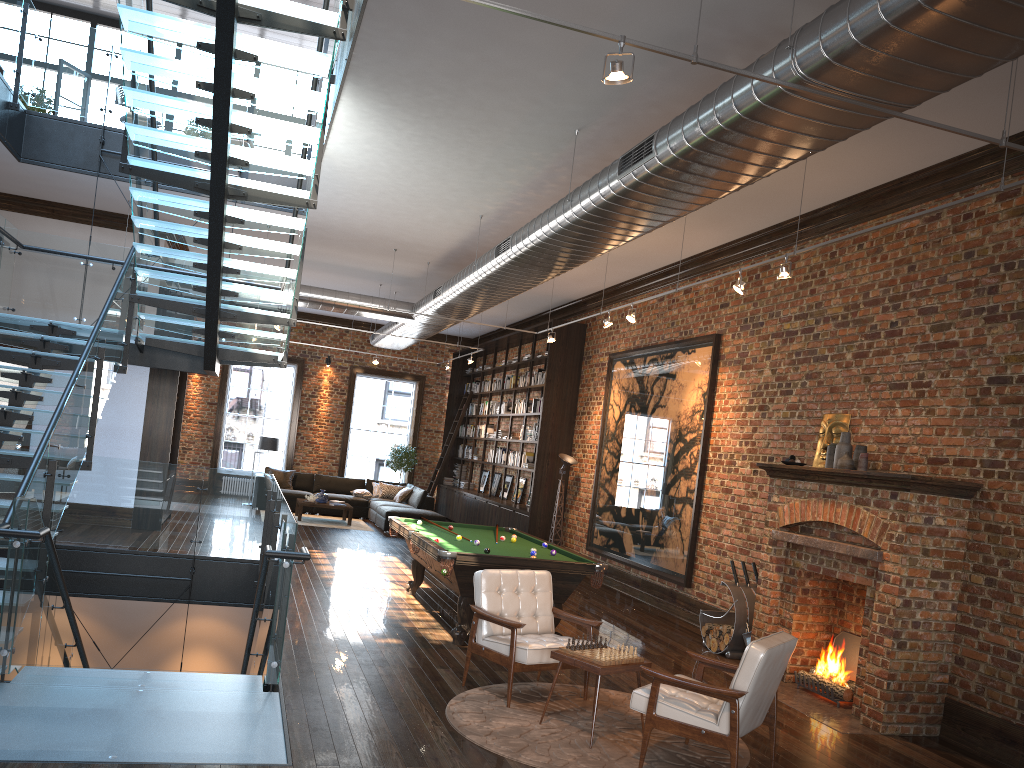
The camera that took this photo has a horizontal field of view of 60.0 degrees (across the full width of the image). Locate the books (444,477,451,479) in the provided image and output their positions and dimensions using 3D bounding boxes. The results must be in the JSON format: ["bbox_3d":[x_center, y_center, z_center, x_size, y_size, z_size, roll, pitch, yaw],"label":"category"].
[{"bbox_3d":[-1.532,2.290,21.505,0.200,0.020,0.211,8,-5,-12],"label":"books"}]

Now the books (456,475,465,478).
[{"bbox_3d":[-1.255,2.237,21.528,0.184,0.034,0.271,8,-5,-11],"label":"books"}]

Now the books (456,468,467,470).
[{"bbox_3d":[-1.234,2.066,21.522,0.204,0.020,0.317,8,-5,-15],"label":"books"}]

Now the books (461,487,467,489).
[{"bbox_3d":[-1.055,2.426,20.639,0.229,0.008,0.330,8,-5,-13],"label":"books"}]

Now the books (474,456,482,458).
[{"bbox_3d":[-0.744,1.660,20.130,0.161,0.005,0.289,8,-5,-15],"label":"books"}]

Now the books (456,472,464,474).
[{"bbox_3d":[-1.239,2.161,21.525,0.165,0.006,0.351,9,-5,-22],"label":"books"}]

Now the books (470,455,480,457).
[{"bbox_3d":[-0.851,1.660,20.464,0.160,0.007,0.326,9,-5,-21],"label":"books"}]

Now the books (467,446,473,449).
[{"bbox_3d":[-0.999,1.615,20.953,0.166,0.304,0.013,7,0,-17],"label":"books"}]

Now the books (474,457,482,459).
[{"bbox_3d":[-0.754,1.681,20.128,0.161,0.005,0.291,9,-5,-21],"label":"books"}]

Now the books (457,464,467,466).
[{"bbox_3d":[-1.213,1.965,21.524,0.178,0.013,0.357,8,-5,-14],"label":"books"}]

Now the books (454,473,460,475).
[{"bbox_3d":[-1.267,2.193,21.518,0.220,0.006,0.351,8,-5,-12],"label":"books"}]

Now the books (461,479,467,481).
[{"bbox_3d":[-1.174,2.277,21.090,0.176,0.005,0.288,8,-5,-11],"label":"books"}]

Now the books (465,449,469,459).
[{"bbox_3d":[-0.986,1.642,20.832,0.213,0.233,0.019,7,0,-17],"label":"books"}]

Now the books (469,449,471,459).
[{"bbox_3d":[-0.917,1.641,20.699,0.164,0.231,0.026,7,0,-17],"label":"books"}]

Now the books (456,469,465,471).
[{"bbox_3d":[-1.242,2.087,21.521,0.210,0.007,0.307,8,-5,-14],"label":"books"}]

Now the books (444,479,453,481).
[{"bbox_3d":[-1.545,2.322,21.502,0.186,0.013,0.272,8,-5,-14],"label":"books"}]

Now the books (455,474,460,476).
[{"bbox_3d":[-1.255,2.215,21.527,0.208,0.009,0.343,8,-5,-15],"label":"books"}]

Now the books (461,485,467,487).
[{"bbox_3d":[-1.047,2.381,20.640,0.229,0.008,0.329,8,-5,-18],"label":"books"}]

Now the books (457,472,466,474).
[{"bbox_3d":[-1.241,2.154,21.524,0.190,0.009,0.356,8,-5,-14],"label":"books"}]

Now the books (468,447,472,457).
[{"bbox_3d":[-0.937,1.621,20.818,0.160,0.285,0.014,7,0,-17],"label":"books"}]

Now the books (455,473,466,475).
[{"bbox_3d":[-1.253,2.185,21.521,0.210,0.015,0.306,8,-5,-18],"label":"books"}]

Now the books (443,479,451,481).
[{"bbox_3d":[-1.537,2.337,21.505,0.206,0.015,0.264,8,-5,-18],"label":"books"}]

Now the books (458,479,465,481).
[{"bbox_3d":[-1.163,2.290,21.094,0.176,0.005,0.285,8,-5,-16],"label":"books"}]

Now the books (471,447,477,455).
[{"bbox_3d":[-0.888,1.614,20.645,0.129,0.282,0.030,7,0,-17],"label":"books"}]

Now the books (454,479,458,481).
[{"bbox_3d":[-1.282,2.342,21.524,0.220,0.013,0.342,8,-5,-13],"label":"books"}]

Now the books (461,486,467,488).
[{"bbox_3d":[-1.046,2.404,20.641,0.229,0.008,0.328,8,-5,-17],"label":"books"}]

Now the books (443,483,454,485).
[{"bbox_3d":[-1.543,2.425,21.507,0.211,0.011,0.272,8,-5,-20],"label":"books"}]

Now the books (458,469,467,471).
[{"bbox_3d":[-1.223,2.082,21.526,0.177,0.008,0.355,8,-5,-17],"label":"books"}]

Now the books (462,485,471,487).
[{"bbox_3d":[-1.042,2.374,20.642,0.227,0.007,0.368,8,-5,-15],"label":"books"}]

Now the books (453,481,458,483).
[{"bbox_3d":[-1.299,2.394,21.521,0.242,0.023,0.262,8,-5,-12],"label":"books"}]

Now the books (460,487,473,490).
[{"bbox_3d":[-1.059,2.433,20.639,0.229,0.008,0.331,9,-5,-21],"label":"books"}]

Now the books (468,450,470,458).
[{"bbox_3d":[-0.934,1.662,20.785,0.160,0.198,0.028,7,0,-17],"label":"books"}]

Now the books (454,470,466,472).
[{"bbox_3d":[-1.262,2.108,21.515,0.241,0.019,0.228,9,-5,-21],"label":"books"}]

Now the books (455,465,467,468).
[{"bbox_3d":[-1.236,1.999,21.519,0.208,0.021,0.247,9,-5,-22],"label":"books"}]

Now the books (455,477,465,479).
[{"bbox_3d":[-1.286,2.274,21.520,0.246,0.008,0.307,8,-5,-20],"label":"books"}]

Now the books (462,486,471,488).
[{"bbox_3d":[-1.051,2.396,20.640,0.227,0.007,0.370,8,-5,-20],"label":"books"}]

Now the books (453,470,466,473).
[{"bbox_3d":[-1.266,2.131,21.515,0.261,0.028,0.315,8,-5,-16],"label":"books"}]

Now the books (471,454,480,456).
[{"bbox_3d":[-0.837,1.641,20.467,0.160,0.007,0.323,8,-5,-16],"label":"books"}]

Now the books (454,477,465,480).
[{"bbox_3d":[-1.274,2.289,21.524,0.211,0.019,0.342,8,-5,-12],"label":"books"}]

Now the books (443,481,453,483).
[{"bbox_3d":[-1.545,2.380,21.505,0.200,0.019,0.255,8,-5,-14],"label":"books"}]

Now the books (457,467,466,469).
[{"bbox_3d":[-1.229,2.032,21.522,0.184,0.030,0.265,8,-5,-11],"label":"books"}]

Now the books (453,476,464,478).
[{"bbox_3d":[-1.278,2.261,21.522,0.251,0.020,0.317,8,-5,-16],"label":"books"}]

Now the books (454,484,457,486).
[{"bbox_3d":[-1.283,2.461,21.529,0.199,0.035,0.218,8,-5,-13],"label":"books"}]

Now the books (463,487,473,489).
[{"bbox_3d":[-1.044,2.412,20.642,0.229,0.008,0.328,8,-5,-16],"label":"books"}]

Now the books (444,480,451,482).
[{"bbox_3d":[-1.566,2.349,21.497,0.155,0.015,0.193,8,-5,-15],"label":"books"}]

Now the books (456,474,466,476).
[{"bbox_3d":[-1.243,2.206,21.525,0.189,0.012,0.321,8,-5,-17],"label":"books"}]

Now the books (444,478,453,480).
[{"bbox_3d":[-1.533,2.306,21.505,0.200,0.012,0.219,8,-5,-12],"label":"books"}]

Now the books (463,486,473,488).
[{"bbox_3d":[-1.047,2.389,20.641,0.229,0.008,0.329,8,-5,-14],"label":"books"}]

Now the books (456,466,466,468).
[{"bbox_3d":[-1.250,2.011,21.515,0.252,0.006,0.271,8,-5,-17],"label":"books"}]

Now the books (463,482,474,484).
[{"bbox_3d":[-1.037,2.298,20.641,0.227,0.007,0.369,8,-5,-14],"label":"books"}]

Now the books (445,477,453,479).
[{"bbox_3d":[-1.539,2.275,21.502,0.184,0.008,0.305,8,-5,-14],"label":"books"}]

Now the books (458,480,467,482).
[{"bbox_3d":[-1.177,2.304,21.091,0.178,0.005,0.257,9,-5,-22],"label":"books"}]

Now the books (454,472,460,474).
[{"bbox_3d":[-1.264,2.168,21.517,0.239,0.015,0.249,8,-5,-14],"label":"books"}]

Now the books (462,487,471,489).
[{"bbox_3d":[-1.047,2.419,20.641,0.227,0.007,0.368,8,-5,-15],"label":"books"}]

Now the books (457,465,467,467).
[{"bbox_3d":[-1.250,1.982,21.514,0.241,0.007,0.318,9,-5,-21],"label":"books"}]
